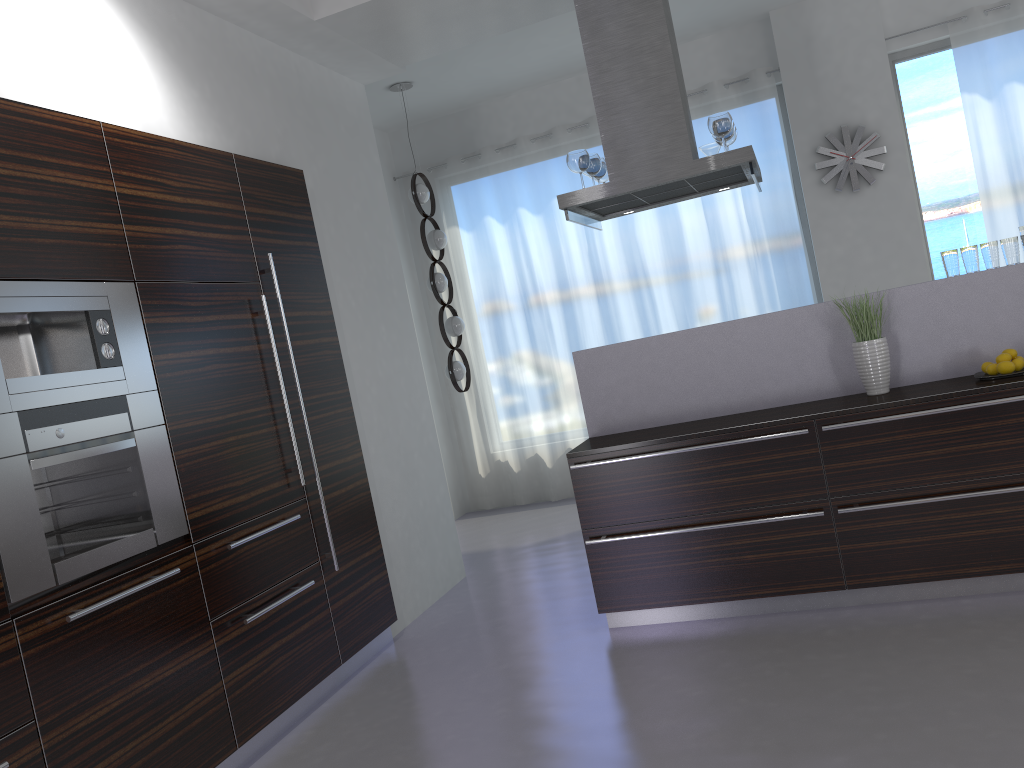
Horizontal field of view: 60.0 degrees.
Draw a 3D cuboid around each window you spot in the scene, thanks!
[{"bbox_3d":[4.486,-1.543,6.359,3.000,2.500,0.100,-11,2,19],"label":"window"},{"bbox_3d":[1.001,-0.879,7.573,3.000,2.500,0.100,-11,2,19],"label":"window"}]

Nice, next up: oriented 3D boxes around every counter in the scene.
[{"bbox_3d":[2.019,0.166,4.182,3.291,1.300,1.302,-11,2,19],"label":"counter"}]

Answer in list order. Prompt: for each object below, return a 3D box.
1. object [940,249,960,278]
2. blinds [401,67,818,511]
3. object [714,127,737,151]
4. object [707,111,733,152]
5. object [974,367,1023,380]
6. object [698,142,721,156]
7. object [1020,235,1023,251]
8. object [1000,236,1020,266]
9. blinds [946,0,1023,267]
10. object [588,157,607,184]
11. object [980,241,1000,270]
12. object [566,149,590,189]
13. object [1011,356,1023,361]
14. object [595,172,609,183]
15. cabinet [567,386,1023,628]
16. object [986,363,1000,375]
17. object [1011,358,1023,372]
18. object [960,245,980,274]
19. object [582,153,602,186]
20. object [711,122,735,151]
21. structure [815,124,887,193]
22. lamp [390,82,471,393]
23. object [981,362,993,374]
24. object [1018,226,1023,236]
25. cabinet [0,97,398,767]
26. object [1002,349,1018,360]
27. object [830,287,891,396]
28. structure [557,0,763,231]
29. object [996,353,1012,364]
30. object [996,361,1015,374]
[{"bbox_3d":[1.975,-0.542,3.988,0.072,0.119,0.071,-12,2,-21],"label":"object"},{"bbox_3d":[0.817,-0.645,7.421,3.245,3.112,0.120,-11,2,19],"label":"blinds"},{"bbox_3d":[1.150,-1.271,4.733,0.125,0.221,0.125,-9,3,44],"label":"object"},{"bbox_3d":[1.056,-1.241,4.445,0.125,0.221,0.125,-9,3,44],"label":"object"},{"bbox_3d":[2.074,-0.046,3.729,0.232,0.020,0.232,-10,2,27],"label":"object"},{"bbox_3d":[1.130,-1.252,4.976,0.137,0.174,0.137,-12,2,-16],"label":"object"},{"bbox_3d":[2.275,-0.599,3.883,0.071,0.119,0.072,-13,3,-31],"label":"object"},{"bbox_3d":[2.200,-0.584,3.909,0.071,0.119,0.072,-13,3,-31],"label":"object"},{"bbox_3d":[4.783,-1.400,6.040,2.830,3.112,0.120,-11,2,19],"label":"blinds"},{"bbox_3d":[0.483,-1.143,4.952,0.125,0.221,0.125,-9,3,44],"label":"object"},{"bbox_3d":[2.125,-0.570,3.935,0.071,0.119,0.072,-13,3,-31],"label":"object"},{"bbox_3d":[0.360,-1.107,4.644,0.125,0.221,0.125,-9,3,44],"label":"object"},{"bbox_3d":[2.139,-0.091,3.751,0.063,0.053,0.051,-13,3,-31],"label":"object"},{"bbox_3d":[0.529,-1.158,5.091,0.125,0.221,0.125,-9,3,44],"label":"object"},{"bbox_3d":[2.059,0.387,4.181,3.285,0.852,1.377,-11,2,19],"label":"cabinet"},{"bbox_3d":[2.031,-0.061,3.736,0.063,0.051,0.053,-11,2,23],"label":"object"},{"bbox_3d":[2.108,-0.079,3.704,0.061,0.054,0.052,-12,2,-4],"label":"object"},{"bbox_3d":[2.050,-0.556,3.962,0.071,0.119,0.072,-13,3,-31],"label":"object"},{"bbox_3d":[0.435,-1.128,4.803,0.125,0.221,0.125,-9,3,44],"label":"object"},{"bbox_3d":[1.104,-1.256,4.594,0.125,0.221,0.125,-9,3,44],"label":"object"},{"bbox_3d":[2.529,-1.687,6.628,0.505,0.505,0.076,-11,2,19],"label":"structure"},{"bbox_3d":[-0.606,-1.098,6.770,0.180,2.370,0.367,-11,2,12],"label":"lamp"},{"bbox_3d":[2.040,-0.069,3.791,0.052,0.054,0.061,-12,2,-24],"label":"object"},{"bbox_3d":[2.267,-0.637,3.882,0.071,0.119,0.072,-13,3,-31],"label":"object"},{"bbox_3d":[-1.654,0.346,3.020,0.669,2.500,3.600,-11,2,19],"label":"cabinet"},{"bbox_3d":[2.104,-0.126,3.749,0.053,0.048,0.063,-12,2,-15],"label":"object"},{"bbox_3d":[1.578,-0.199,3.943,0.269,0.502,0.247,-11,2,19],"label":"object"},{"bbox_3d":[0.728,-1.570,4.787,0.981,1.231,0.915,-11,2,19],"label":"structure"},{"bbox_3d":[2.062,-0.105,3.721,0.061,0.047,0.053,-11,2,22],"label":"object"},{"bbox_3d":[2.050,-0.067,3.680,0.070,0.058,0.060,-11,2,18],"label":"object"}]
